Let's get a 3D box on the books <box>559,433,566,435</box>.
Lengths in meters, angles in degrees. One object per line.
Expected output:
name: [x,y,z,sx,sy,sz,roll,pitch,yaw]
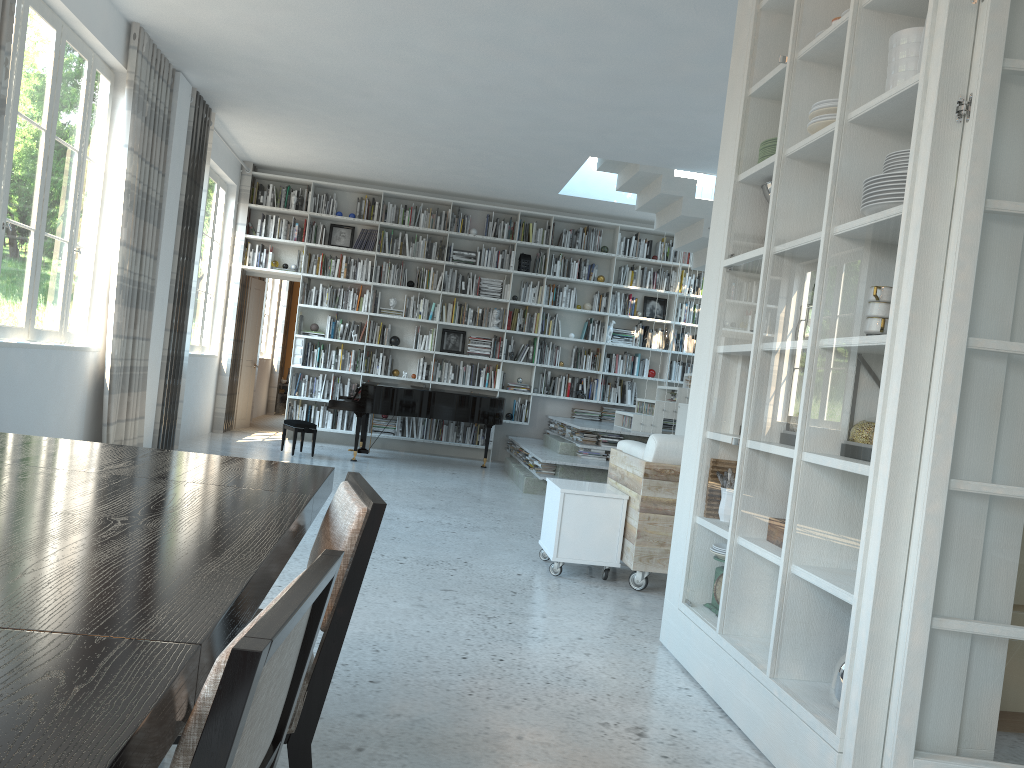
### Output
books: [0.644,0.584,10.283,0.182,0.011,0.253,7,0,-3]

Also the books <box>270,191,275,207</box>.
books: [-2.887,-2.215,10.721,0.030,0.206,0.175,7,1,-7]

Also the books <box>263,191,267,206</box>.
books: [-2.982,-2.221,10.737,0.031,0.195,0.145,7,1,-7]

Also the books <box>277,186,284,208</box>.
books: [-2.803,-2.243,10.739,0.039,0.283,0.181,7,1,-7]

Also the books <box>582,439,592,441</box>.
books: [0.792,0.580,9.274,0.134,0.006,0.227,7,0,-3]

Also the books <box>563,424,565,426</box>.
books: [0.686,0.490,10.285,0.128,0.013,0.296,7,0,-9]

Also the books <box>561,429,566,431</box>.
books: [0.666,0.541,10.284,0.159,0.018,0.203,7,0,-9]

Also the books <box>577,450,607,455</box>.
books: [0.811,0.699,9.058,0.292,0.012,0.159,7,0,-4]

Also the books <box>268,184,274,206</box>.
books: [-2.912,-2.257,10.726,0.028,0.283,0.189,7,1,-7]

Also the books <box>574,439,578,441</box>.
books: [0.747,0.606,9.548,0.142,0.020,0.230,7,0,-2]

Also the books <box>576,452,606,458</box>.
books: [0.808,0.725,9.061,0.285,0.008,0.159,7,0,-9]

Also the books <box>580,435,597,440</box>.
books: [0.798,0.558,9.274,0.137,0.012,0.242,7,0,-6]

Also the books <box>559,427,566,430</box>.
books: [0.660,0.523,10.283,0.179,0.017,0.293,7,0,-6]

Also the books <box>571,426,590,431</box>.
books: [0.738,0.479,9.544,0.189,0.022,0.237,7,0,-2]

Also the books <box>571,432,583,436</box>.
books: [0.746,0.547,9.547,0.177,0.026,0.230,7,0,-7]

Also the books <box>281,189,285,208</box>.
books: [-2.772,-2.227,10.761,0.030,0.257,0.130,7,1,-7]

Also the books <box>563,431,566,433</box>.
books: [0.676,0.560,10.286,0.138,0.017,0.237,7,0,-8]

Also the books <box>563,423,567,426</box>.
books: [0.677,0.468,10.283,0.139,0.028,0.261,7,0,-2]

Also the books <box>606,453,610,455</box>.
books: [1.091,0.726,9.099,0.242,0.005,0.152,7,0,-6]

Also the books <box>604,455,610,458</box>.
books: [1.088,0.752,9.094,0.272,0.012,0.158,7,0,-9]

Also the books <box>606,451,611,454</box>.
books: [1.092,0.717,9.101,0.220,0.013,0.149,7,0,-8]

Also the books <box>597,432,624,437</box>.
books: [1.020,0.528,9.217,0.261,0.016,0.128,7,0,-8]

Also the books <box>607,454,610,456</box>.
books: [1.089,0.737,9.105,0.211,0.018,0.134,7,0,-4]

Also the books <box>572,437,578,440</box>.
books: [0.745,0.592,9.548,0.154,0.007,0.292,7,0,-4]

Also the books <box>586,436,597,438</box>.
books: [0.821,0.550,9.276,0.091,0.011,0.190,7,0,-9]

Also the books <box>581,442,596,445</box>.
books: [0.790,0.616,9.275,0.144,0.009,0.249,7,0,-7]

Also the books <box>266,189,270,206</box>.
books: [-2.942,-2.232,10.733,0.024,0.227,0.157,7,1,-7]

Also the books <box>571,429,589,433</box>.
books: [0.748,0.513,9.546,0.168,0.013,0.281,7,0,-10]

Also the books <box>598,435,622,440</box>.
books: [1.018,0.554,9.205,0.221,0.018,0.154,7,0,-6]

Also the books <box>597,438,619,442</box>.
books: [1.015,0.582,9.201,0.260,0.009,0.153,7,0,-4]

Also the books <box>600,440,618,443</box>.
books: [1.014,0.593,9.199,0.210,0.012,0.168,7,0,-6]

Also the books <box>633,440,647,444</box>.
books: [1.295,0.600,9.222,0.203,0.011,0.173,7,0,-12]

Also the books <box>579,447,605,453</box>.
books: [0.815,0.670,9.056,0.234,0.025,0.157,7,0,-12]

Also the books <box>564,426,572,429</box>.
books: [0.702,0.487,9.847,0.192,0.014,0.256,7,0,-11]

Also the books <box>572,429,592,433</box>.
books: [0.750,0.503,9.546,0.171,0.007,0.260,7,0,-9]

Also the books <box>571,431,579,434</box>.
books: [0.743,0.529,9.546,0.187,0.009,0.250,7,0,-7]

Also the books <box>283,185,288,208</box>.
books: [-2.746,-2.248,10.750,0.014,0.304,0.145,7,1,-7]

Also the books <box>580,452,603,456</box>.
books: [0.810,0.711,9.054,0.210,0.012,0.168,7,0,-3]

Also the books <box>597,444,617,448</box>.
books: [1.009,0.643,9.193,0.216,0.015,0.177,7,0,-9]

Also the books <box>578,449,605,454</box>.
books: [0.811,0.688,9.070,0.257,0.010,0.132,7,0,-3]

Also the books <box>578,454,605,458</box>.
books: [0.807,0.732,9.061,0.264,0.006,0.164,7,0,-6]

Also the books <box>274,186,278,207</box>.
books: [-2.850,-2.239,10.718,0.057,0.263,0.190,7,1,-7]

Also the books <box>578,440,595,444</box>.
books: [0.776,0.603,9.273,0.161,0.014,0.212,7,0,-3]

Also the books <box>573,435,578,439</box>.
books: [0.752,0.575,9.548,0.155,0.028,0.189,7,0,-6]

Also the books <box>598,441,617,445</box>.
books: [1.010,0.617,9.212,0.207,0.012,0.131,7,0,-11]

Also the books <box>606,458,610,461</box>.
books: [1.084,0.785,9.099,0.208,0.015,0.152,7,0,-9]

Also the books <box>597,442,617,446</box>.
books: [1.009,0.629,9.207,0.227,0.013,0.148,7,0,-9]

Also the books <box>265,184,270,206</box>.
books: [-2.954,-2.261,10.723,0.010,0.281,0.160,7,1,-7]

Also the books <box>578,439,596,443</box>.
books: [0.784,0.589,9.273,0.152,0.015,0.208,7,0,-10]

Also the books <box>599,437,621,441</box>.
books: [1.019,0.571,9.180,0.230,0.015,0.190,7,0,-2]

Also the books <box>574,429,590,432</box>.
books: [0.751,0.496,9.545,0.170,0.008,0.208,7,0,-4]

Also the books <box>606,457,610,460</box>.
books: [1.088,0.768,9.084,0.232,0.019,0.169,7,0,-12]

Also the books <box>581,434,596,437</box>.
books: [0.796,0.537,9.273,0.132,0.009,0.269,7,0,-3]

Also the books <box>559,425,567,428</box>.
books: [0.659,0.498,10.282,0.187,0.009,0.261,7,0,-8]

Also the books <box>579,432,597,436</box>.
books: [0.794,0.525,9.273,0.149,0.014,0.228,7,0,-9]

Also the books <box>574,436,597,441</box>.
books: [0.773,0.568,9.272,0.185,0.014,0.297,7,0,-8]

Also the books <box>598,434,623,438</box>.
books: [1.021,0.541,9.197,0.228,0.009,0.159,7,0,-11]

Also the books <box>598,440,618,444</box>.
books: [1.014,0.605,9.189,0.215,0.013,0.189,7,0,-8]

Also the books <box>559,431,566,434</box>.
books: [0.653,0.573,10.284,0.178,0.014,0.247,7,0,-9]

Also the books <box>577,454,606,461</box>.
books: [0.807,0.747,9.041,0.262,0.023,0.200,7,0,-9]
